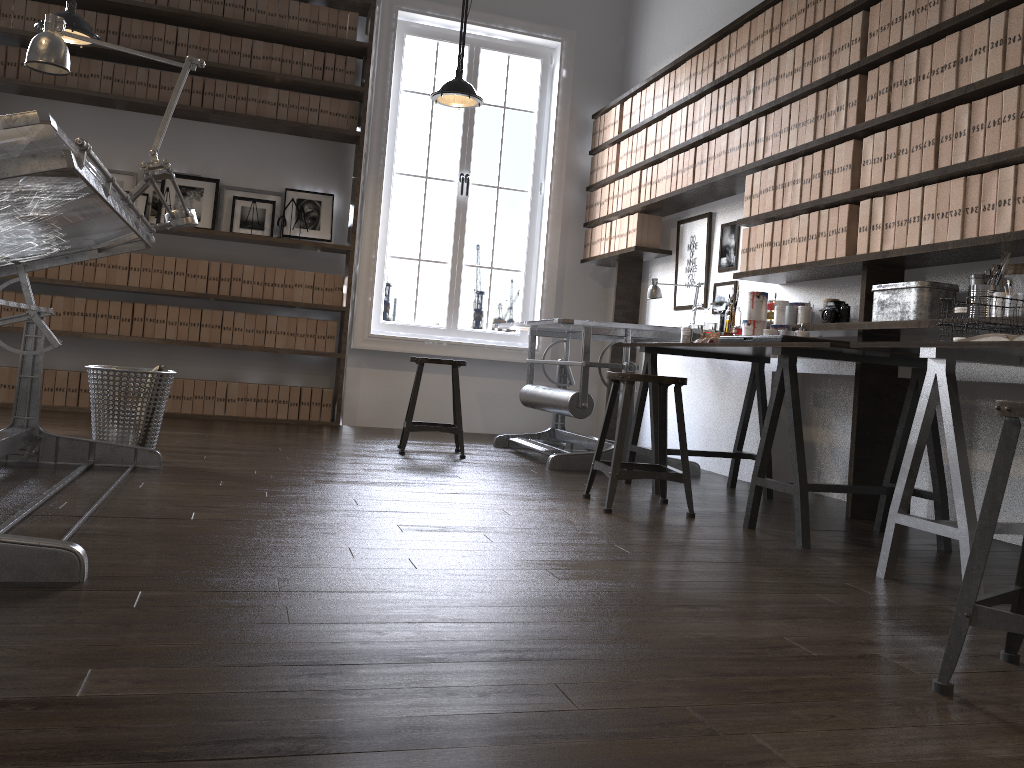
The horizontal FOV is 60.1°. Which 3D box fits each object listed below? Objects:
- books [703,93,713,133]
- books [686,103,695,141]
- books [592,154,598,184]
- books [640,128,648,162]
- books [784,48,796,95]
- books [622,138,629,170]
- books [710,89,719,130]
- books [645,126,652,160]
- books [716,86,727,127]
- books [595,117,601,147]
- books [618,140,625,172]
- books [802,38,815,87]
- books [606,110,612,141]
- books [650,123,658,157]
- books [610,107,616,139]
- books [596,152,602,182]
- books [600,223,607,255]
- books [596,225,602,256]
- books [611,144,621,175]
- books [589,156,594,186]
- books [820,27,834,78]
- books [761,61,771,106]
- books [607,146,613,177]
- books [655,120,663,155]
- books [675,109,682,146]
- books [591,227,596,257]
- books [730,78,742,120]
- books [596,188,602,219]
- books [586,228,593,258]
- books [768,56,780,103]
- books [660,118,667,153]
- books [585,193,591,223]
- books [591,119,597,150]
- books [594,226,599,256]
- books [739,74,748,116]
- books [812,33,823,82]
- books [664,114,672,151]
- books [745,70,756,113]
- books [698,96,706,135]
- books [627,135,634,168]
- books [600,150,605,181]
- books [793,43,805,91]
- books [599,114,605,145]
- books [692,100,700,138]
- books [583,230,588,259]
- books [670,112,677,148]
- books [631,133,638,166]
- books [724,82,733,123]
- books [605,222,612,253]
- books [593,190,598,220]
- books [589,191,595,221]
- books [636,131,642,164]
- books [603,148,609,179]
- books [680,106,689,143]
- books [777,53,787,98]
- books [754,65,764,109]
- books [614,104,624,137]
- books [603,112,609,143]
[{"bbox_3d":[1.171,-1.499,4.957,0.174,0.226,0.066,5,-2,-17],"label":"books"},{"bbox_3d":[1.115,-1.508,5.161,0.174,0.226,0.066,5,-2,-17],"label":"books"},{"bbox_3d":[0.693,-1.574,6.550,0.174,0.226,0.067,5,-2,-17],"label":"books"},{"bbox_3d":[0.930,-1.534,5.761,0.174,0.226,0.067,5,-2,-17],"label":"books"},{"bbox_3d":[1.396,-1.467,4.220,0.174,0.226,0.066,5,-2,-17],"label":"books"},{"bbox_3d":[0.849,-1.546,6.024,0.174,0.226,0.066,5,-2,-17],"label":"books"},{"bbox_3d":[1.191,-1.496,4.888,0.174,0.226,0.067,5,-2,-17],"label":"books"},{"bbox_3d":[0.957,-1.531,5.691,0.174,0.226,0.066,5,-2,-17],"label":"books"},{"bbox_3d":[1.214,-1.493,4.828,0.174,0.226,0.066,5,-2,-17],"label":"books"},{"bbox_3d":[0.712,-1.851,6.565,0.174,0.226,0.066,5,-2,-17],"label":"books"},{"bbox_3d":[0.832,-1.549,6.095,0.174,0.226,0.066,5,-2,-17],"label":"books"},{"bbox_3d":[1.439,-1.461,4.084,0.174,0.226,0.066,5,-2,-17],"label":"books"},{"bbox_3d":[0.778,-1.842,6.364,0.174,0.226,0.066,5,-2,-17],"label":"books"},{"bbox_3d":[0.973,-1.528,5.622,0.174,0.226,0.066,5,-2,-17],"label":"books"},{"bbox_3d":[0.795,-1.840,6.295,0.174,0.226,0.067,5,-2,-17],"label":"books"},{"bbox_3d":[0.716,-1.571,6.481,0.174,0.226,0.066,5,-2,-17],"label":"books"},{"bbox_3d":[0.725,-1.014,6.276,0.174,0.226,0.066,5,-2,-17],"label":"books"},{"bbox_3d":[0.704,-1.017,6.346,0.174,0.226,0.067,5,-2,-17],"label":"books"},{"bbox_3d":[0.796,-1.560,6.225,0.174,0.226,0.066,5,-2,-17],"label":"books"},{"bbox_3d":[0.677,-1.577,6.618,0.174,0.226,0.066,5,-2,-17],"label":"books"},{"bbox_3d":[1.474,-1.455,3.949,0.174,0.226,0.067,5,-2,-17],"label":"books"},{"bbox_3d":[1.342,-1.475,4.410,0.174,0.226,0.066,5,-2,-17],"label":"books"},{"bbox_3d":[0.776,-1.563,6.293,0.174,0.226,0.066,5,-2,-17],"label":"books"},{"bbox_3d":[0.997,-1.525,5.555,0.174,0.226,0.066,5,-2,-17],"label":"books"},{"bbox_3d":[1.072,-1.514,5.298,0.174,0.226,0.066,5,-2,-17],"label":"books"},{"bbox_3d":[0.673,-1.021,6.471,0.174,0.226,0.066,5,-2,-17],"label":"books"},{"bbox_3d":[1.254,-1.487,4.684,0.174,0.226,0.067,5,-2,-17],"label":"books"},{"bbox_3d":[0.707,-1.296,6.426,0.174,0.226,0.066,5,-2,-17],"label":"books"},{"bbox_3d":[0.647,-1.025,6.540,0.174,0.226,0.067,5,-2,-17],"label":"books"},{"bbox_3d":[1.355,-1.472,4.343,0.174,0.226,0.067,5,-2,-17],"label":"books"},{"bbox_3d":[1.018,-1.522,5.487,0.174,0.226,0.066,5,-2,-17],"label":"books"},{"bbox_3d":[0.645,-1.305,6.626,0.174,0.226,0.067,5,-2,-17],"label":"books"},{"bbox_3d":[0.691,-1.854,6.635,0.174,0.226,0.067,5,-2,-17],"label":"books"},{"bbox_3d":[0.690,-1.019,6.408,0.174,0.226,0.066,5,-2,-17],"label":"books"},{"bbox_3d":[1.281,-1.484,4.614,0.174,0.226,0.066,5,-2,-17],"label":"books"},{"bbox_3d":[1.461,-1.458,4.018,0.174,0.226,0.066,5,-2,-17],"label":"books"},{"bbox_3d":[1.031,-1.519,5.421,0.174,0.226,0.067,5,-2,-17],"label":"books"},{"bbox_3d":[1.297,-1.481,4.544,0.174,0.226,0.066,5,-2,-17],"label":"books"},{"bbox_3d":[1.153,-1.502,5.027,0.174,0.226,0.066,5,-2,-17],"label":"books"},{"bbox_3d":[0.870,-1.543,5.955,0.174,0.226,0.067,5,-2,-17],"label":"books"},{"bbox_3d":[0.736,-1.568,6.421,0.174,0.226,0.066,5,-2,-17],"label":"books"},{"bbox_3d":[1.415,-1.464,4.150,0.174,0.226,0.067,5,-2,-17],"label":"books"},{"bbox_3d":[0.736,-1.848,6.497,0.174,0.226,0.066,5,-2,-17],"label":"books"},{"bbox_3d":[1.137,-1.505,5.095,0.174,0.226,0.066,5,-2,-17],"label":"books"},{"bbox_3d":[0.630,-1.028,6.614,0.174,0.226,0.066,5,-2,-17],"label":"books"},{"bbox_3d":[1.055,-1.516,5.358,0.174,0.226,0.066,5,-2,-17],"label":"books"},{"bbox_3d":[0.893,-1.540,5.896,0.174,0.226,0.066,5,-2,-17],"label":"books"},{"bbox_3d":[1.238,-1.490,4.756,0.174,0.226,0.066,5,-2,-17],"label":"books"},{"bbox_3d":[0.749,-1.010,6.208,0.174,0.226,0.066,5,-2,-17],"label":"books"},{"bbox_3d":[0.690,-1.299,6.495,0.174,0.226,0.066,5,-2,-17],"label":"books"},{"bbox_3d":[0.670,-1.302,6.563,0.174,0.226,0.066,5,-2,-17],"label":"books"},{"bbox_3d":[0.914,-1.537,5.834,0.174,0.226,0.066,5,-2,-17],"label":"books"},{"bbox_3d":[0.751,-1.566,6.356,0.174,0.226,0.067,5,-2,-17],"label":"books"},{"bbox_3d":[1.091,-1.511,5.228,0.174,0.226,0.067,5,-2,-17],"label":"books"},{"bbox_3d":[1.379,-1.469,4.281,0.174,0.226,0.066,5,-2,-17],"label":"books"},{"bbox_3d":[1.321,-1.478,4.478,0.174,0.226,0.066,5,-2,-17],"label":"books"},{"bbox_3d":[0.817,-1.836,6.227,0.174,0.226,0.066,5,-2,-17],"label":"books"},{"bbox_3d":[0.760,-1.845,6.431,0.174,0.226,0.066,5,-2,-17],"label":"books"}]
